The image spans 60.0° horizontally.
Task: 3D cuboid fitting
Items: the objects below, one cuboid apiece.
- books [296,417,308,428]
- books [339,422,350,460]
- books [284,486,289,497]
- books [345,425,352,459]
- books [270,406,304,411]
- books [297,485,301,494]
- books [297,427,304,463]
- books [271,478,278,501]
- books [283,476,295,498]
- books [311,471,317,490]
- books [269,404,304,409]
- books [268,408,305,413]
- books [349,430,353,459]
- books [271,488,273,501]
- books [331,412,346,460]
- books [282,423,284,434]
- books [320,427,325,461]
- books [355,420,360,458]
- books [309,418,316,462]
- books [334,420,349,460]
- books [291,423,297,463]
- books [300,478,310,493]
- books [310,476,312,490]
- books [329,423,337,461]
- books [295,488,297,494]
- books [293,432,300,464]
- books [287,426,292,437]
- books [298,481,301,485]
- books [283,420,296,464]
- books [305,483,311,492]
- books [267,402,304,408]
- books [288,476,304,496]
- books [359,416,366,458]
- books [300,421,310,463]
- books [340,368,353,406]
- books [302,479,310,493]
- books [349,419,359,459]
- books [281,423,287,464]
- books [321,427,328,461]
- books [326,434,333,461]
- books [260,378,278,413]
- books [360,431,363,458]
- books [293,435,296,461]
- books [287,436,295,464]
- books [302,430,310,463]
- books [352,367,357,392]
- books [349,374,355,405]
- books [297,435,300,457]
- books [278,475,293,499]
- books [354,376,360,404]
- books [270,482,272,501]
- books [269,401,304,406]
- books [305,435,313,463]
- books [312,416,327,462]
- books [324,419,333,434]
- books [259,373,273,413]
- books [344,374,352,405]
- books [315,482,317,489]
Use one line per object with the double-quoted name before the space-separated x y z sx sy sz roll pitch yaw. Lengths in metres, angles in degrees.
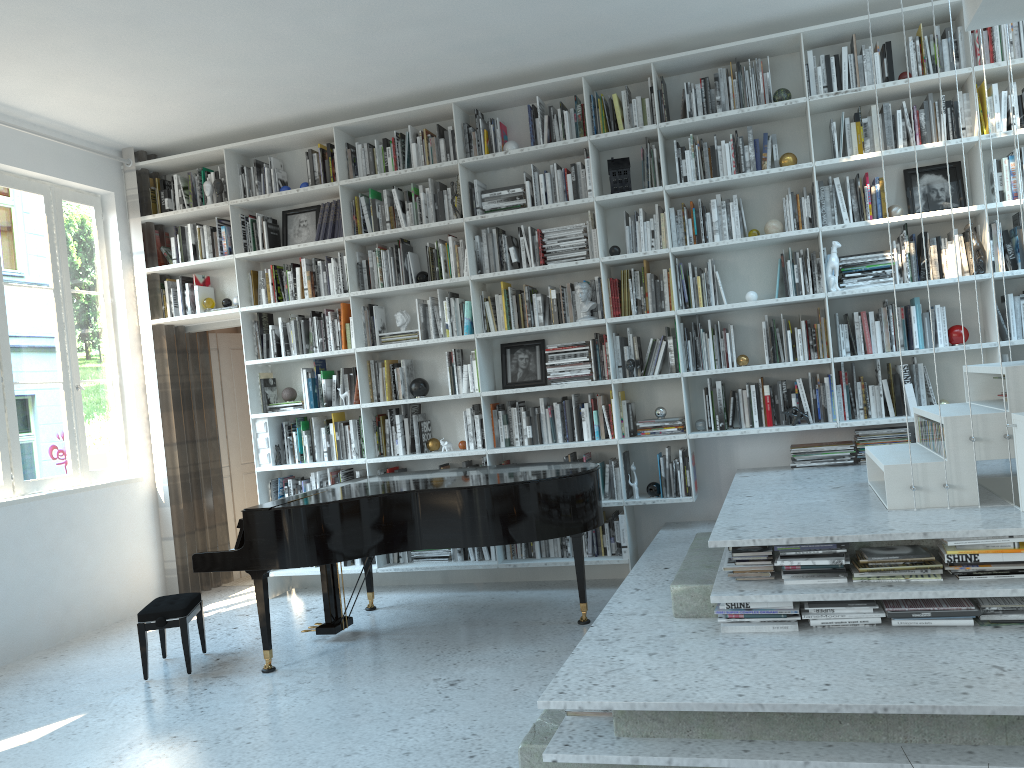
"books" -1.456 0.388 6.198 0.006 0.315 0.145 -5 0 17
"books" -1.124 0.388 6.090 0.028 0.249 0.159 -5 0 17
"books" -1.527 0.817 6.224 0.022 0.220 0.187 -5 0 17
"books" -1.094 0.395 6.096 0.025 0.229 0.153 -5 0 17
"books" -1.545 0.169 6.227 0.254 0.012 0.161 -6 0 18
"books" -1.431 0.806 6.192 0.028 0.223 0.189 -5 0 17
"books" -1.436 0.421 6.176 0.009 0.244 0.184 -5 0 17
"books" -1.630 0.799 6.247 0.011 0.277 0.189 -5 0 17
"books" -1.562 0.794 6.256 0.010 0.273 0.150 -5 0 17
"books" -1.342 0.759 6.187 0.027 0.299 0.142 -5 0 17
"books" -1.548 0.157 6.223 0.254 0.012 0.161 -6 0 14
"books" -1.546 0.181 6.223 0.285 0.012 0.159 -6 0 20
"books" -1.068 0.410 6.092 0.023 0.194 0.140 -5 0 17
"books" -1.642 0.819 6.268 0.029 0.239 0.154 -5 0 17
"books" -1.177 0.356 6.108 0.021 0.323 0.171 -5 0 17
"books" -1.557 0.411 6.241 0.016 0.289 0.152 -5 0 17
"books" -1.287 0.414 6.164 0.045 0.230 0.138 -5 0 17
"books" -1.025 0.373 6.074 0.013 0.260 0.142 -5 0 17
"books" -1.341 0.384 6.148 0.019 0.300 0.180 -5 0 17
"books" -1.153 0.385 6.093 0.028 0.260 0.181 -5 0 17
"books" -1.490 0.409 6.206 0.008 0.280 0.164 -5 0 17
"books" -1.413 0.788 6.189 0.013 0.257 0.189 -5 0 17
"books" -1.358 0.774 6.200 0.013 0.274 0.146 -5 0 17
"books" -1.193 0.392 6.117 0.026 0.254 0.176 -5 0 17
"books" -1.467 0.822 6.235 0.025 0.200 0.137 -5 0 17
"books" -1.464 0.438 6.192 0.015 0.217 0.180 -5 0 17
"books" -1.515 0.419 6.209 0.007 0.264 0.176 -5 0 17
"books" -1.446 0.795 6.232 0.022 0.248 0.133 -5 0 17
"books" -1.545 0.407 6.229 0.014 0.294 0.171 -5 0 17
"books" -1.380 0.798 6.188 0.028 0.229 0.157 -5 0 17
"books" -1.550 0.145 6.220 0.285 0.012 0.159 -6 0 21
"books" -1.503 0.792 6.222 0.029 0.266 0.171 -5 0 17
"books" -0.981 0.355 6.040 0.014 0.286 0.179 -5 0 17
"books" -1.407 0.397 6.166 0.007 0.286 0.182 -5 0 17
"books" -1.131 0.018 6.084 0.060 0.255 0.158 -5 0 17
"books" -1.403 0.789 6.181 0.010 0.252 0.177 -5 0 17
"books" -1.047 0.372 6.061 0.021 0.265 0.185 -5 0 17
"books" -1.568 0.414 6.246 0.008 0.285 0.159 -5 0 17
"books" -1.258 0.411 6.137 0.027 0.230 0.159 -5 0 17
"books" -1.219 0.431 6.115 0.029 0.181 0.190 -5 0 17
"books" -1.714 0.082 6.267 0.028 0.243 0.156 -5 0 17
"books" -0.996 0.409 6.067 0.041 0.181 0.141 -5 0 17
"books" -1.474 0.438 6.209 0.015 0.218 0.176 -5 0 17
"books" -1.504 0.455 6.190 0.019 0.189 0.193 -5 0 17
"books" -1.392 0.430 6.169 0.015 0.219 0.190 -5 0 17
"books" -1.036 0.010 6.061 0.021 0.251 0.154 -5 0 17
"books" -1.058 0.033 6.065 0.027 0.209 0.143 -5 0 17
"books" -1.443 0.422 6.193 0.014 0.243 0.171 -5 0 17
"books" -1.598 0.793 6.246 0.052 0.283 0.172 -5 0 17
"books" -1.000 -0.006 6.008 0.082 0.276 0.228 -5 0 17
"books" -1.658 0.814 6.287 0.012 0.254 0.161 -5 0 17
"books" -1.549 0.132 6.227 0.254 0.012 0.161 -6 0 18
"books" -1.376 0.443 6.160 0.016 0.189 0.183 -5 0 17
"books" -1.323 0.379 6.154 0.012 0.306 0.189 -5 0 17
"books" -1.241 0.383 6.130 0.014 0.282 0.150 -5 0 17
"books" -1.732 0.062 6.282 0.012 0.285 0.159 -5 0 17
"books" -1.088 0.037 6.064 0.030 0.207 0.172 -5 0 17
"books" -1.319 0.791 6.184 0.012 0.232 0.148 -5 0 17
